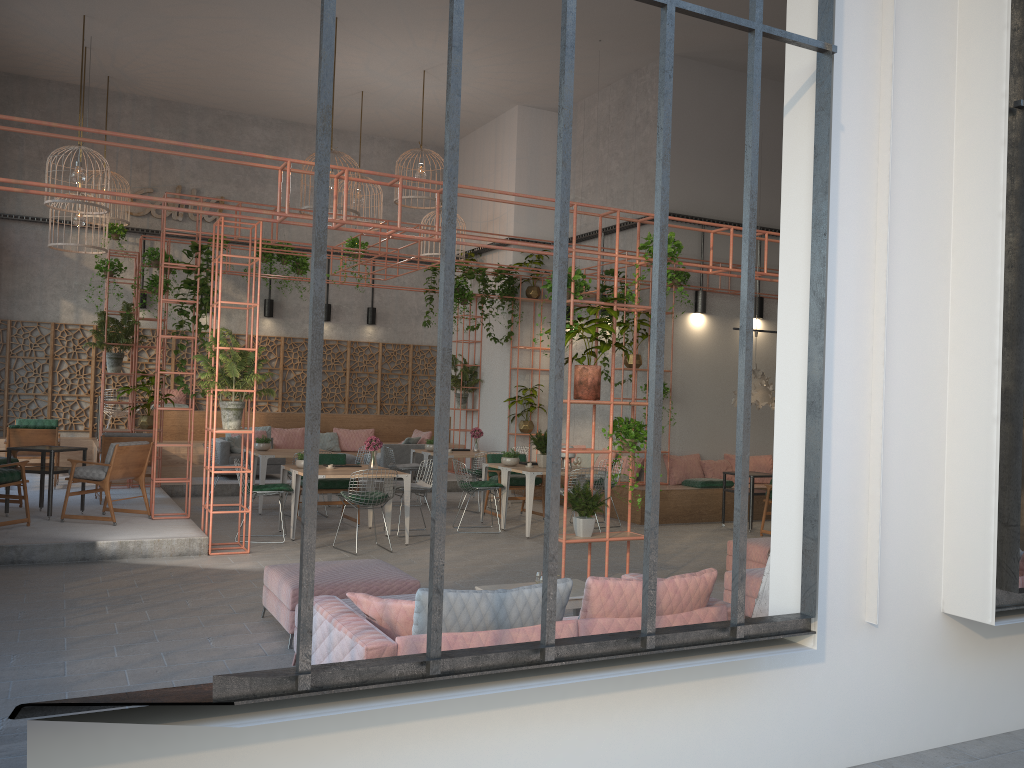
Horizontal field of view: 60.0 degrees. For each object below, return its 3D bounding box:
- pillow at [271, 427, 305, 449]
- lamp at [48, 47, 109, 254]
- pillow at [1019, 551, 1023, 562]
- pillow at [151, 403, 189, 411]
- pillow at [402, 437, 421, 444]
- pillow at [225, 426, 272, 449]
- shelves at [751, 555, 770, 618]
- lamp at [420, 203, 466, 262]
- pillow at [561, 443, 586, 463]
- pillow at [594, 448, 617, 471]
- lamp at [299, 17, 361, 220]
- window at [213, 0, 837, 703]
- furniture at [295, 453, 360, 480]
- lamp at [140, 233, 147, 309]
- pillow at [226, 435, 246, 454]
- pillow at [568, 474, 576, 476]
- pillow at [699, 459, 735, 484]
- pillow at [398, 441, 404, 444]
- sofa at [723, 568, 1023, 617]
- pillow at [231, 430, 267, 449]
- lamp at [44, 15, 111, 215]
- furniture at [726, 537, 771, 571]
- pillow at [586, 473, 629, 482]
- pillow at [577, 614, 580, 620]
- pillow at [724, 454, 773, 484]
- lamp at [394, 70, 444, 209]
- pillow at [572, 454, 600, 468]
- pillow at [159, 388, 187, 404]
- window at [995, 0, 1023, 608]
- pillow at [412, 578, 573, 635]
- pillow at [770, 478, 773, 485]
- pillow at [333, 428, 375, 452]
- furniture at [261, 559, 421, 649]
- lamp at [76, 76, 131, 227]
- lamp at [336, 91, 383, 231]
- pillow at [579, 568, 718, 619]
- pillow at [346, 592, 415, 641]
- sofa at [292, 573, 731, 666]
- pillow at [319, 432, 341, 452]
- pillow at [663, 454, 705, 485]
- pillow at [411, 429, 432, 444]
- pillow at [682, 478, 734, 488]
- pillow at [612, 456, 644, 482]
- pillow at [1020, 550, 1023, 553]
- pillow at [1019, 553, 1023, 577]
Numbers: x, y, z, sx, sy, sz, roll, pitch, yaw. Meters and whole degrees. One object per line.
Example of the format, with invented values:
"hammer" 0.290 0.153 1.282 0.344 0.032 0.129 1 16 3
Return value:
"pillow" -4.331 1.080 17.241 0.839 0.474 0.276 3 -1 -37
"lamp" -7.082 -3.945 14.624 0.883 3.476 0.883 2 -1 26
"pillow" 3.790 1.385 6.472 0.666 0.385 0.289 2 -1 -27
"pillow" -6.463 0.442 16.749 0.637 0.149 0.491 2 -1 -26
"pillow" -1.916 1.147 16.380 0.308 0.349 0.495 2 -1 23
"pillow" -4.779 0.996 16.099 0.839 0.474 0.276 2 -1 -27
"shelves" 1.948 1.122 5.350 0.842 1.618 0.856 2 -1 -27
"lamp" -1.283 -4.145 17.070 0.883 3.476 0.883 2 -1 26
"pillow" 1.012 1.316 16.117 0.276 0.474 0.839 3 -1 -37
"pillow" 1.556 1.318 14.956 0.276 0.474 0.839 2 -1 -7
"lamp" -2.636 -4.250 13.144 0.883 3.476 0.883 2 -1 26
"window" -0.379 -1.755 2.995 4.126 5.544 0.089 2 -1 -27
"furniture" -3.345 1.473 16.029 0.975 0.446 0.941 2 -1 -27
"lamp" -7.043 -2.159 16.904 0.185 1.436 0.185 2 -1 14
"pillow" -4.800 1.070 15.583 0.307 0.324 0.499 2 -1 8
"pillow" 1.072 1.489 15.054 0.491 0.149 0.637 2 -1 -26
"pillow" 3.323 1.416 14.292 0.666 0.385 0.289 2 -1 -32
"pillow" -2.073 1.167 16.807 0.479 0.317 0.441 1 -1 44
"sofa" 3.029 1.649 6.891 2.219 0.672 1.960 2 -1 -27
"pillow" -4.724 1.028 15.958 0.666 0.385 0.289 2 -1 -27
"lamp" -6.485 -4.378 13.376 0.883 3.476 0.883 2 -1 26
"furniture" 2.794 1.777 8.776 0.976 0.446 0.941 2 -1 -27
"pillow" 1.534 1.492 14.148 0.491 0.149 0.637 2 -1 -26
"pillow" 0.643 1.253 4.868 0.666 0.385 0.289 2 -1 -27
"pillow" 3.903 1.394 14.563 0.839 0.474 0.276 2 -1 -7
"lamp" -1.515 -4.817 15.184 0.883 3.476 0.883 2 -1 26
"pillow" 1.284 1.365 15.534 0.289 0.385 0.666 2 -1 -32
"pillow" -6.505 0.238 17.039 0.499 0.324 0.307 2 -1 -12
"window" 4.363 -1.559 5.411 4.127 5.538 0.089 2 -1 -27
"pillow" -0.112 1.189 4.327 0.836 0.476 0.273 2 -1 -27
"pillow" 4.565 1.601 14.475 0.637 0.149 0.491 2 -1 -26
"pillow" -3.191 1.128 17.822 0.839 0.474 0.276 2 -1 -7
"furniture" -1.301 1.606 6.689 0.976 0.446 0.941 2 -1 -27
"lamp" -7.303 -4.653 15.996 0.883 3.476 0.883 2 -1 26
"lamp" -2.775 -4.625 16.335 0.883 3.476 0.883 2 -1 26
"pillow" 0.700 1.221 4.728 0.839 0.474 0.276 2 -1 -27
"pillow" -0.556 1.222 4.463 0.495 0.349 0.308 2 -1 23
"sofa" -0.118 1.517 5.286 2.219 0.672 1.960 2 -1 -27
"pillow" -3.725 1.151 17.527 0.666 0.385 0.289 2 -1 -32
"pillow" 2.743 1.346 14.020 0.839 0.474 0.276 3 -1 -37
"pillow" -1.779 1.112 16.823 0.273 0.476 0.836 2 -1 -27
"pillow" 3.024 1.536 13.689 0.637 0.149 0.491 2 -1 -26
"pillow" 1.866 1.368 14.392 0.289 0.385 0.666 2 -1 -32
"pillow" 3.862 1.443 6.846 0.307 0.324 0.500 2 -1 8
"pillow" 3.847 1.353 6.332 0.839 0.474 0.276 2 -1 -27
